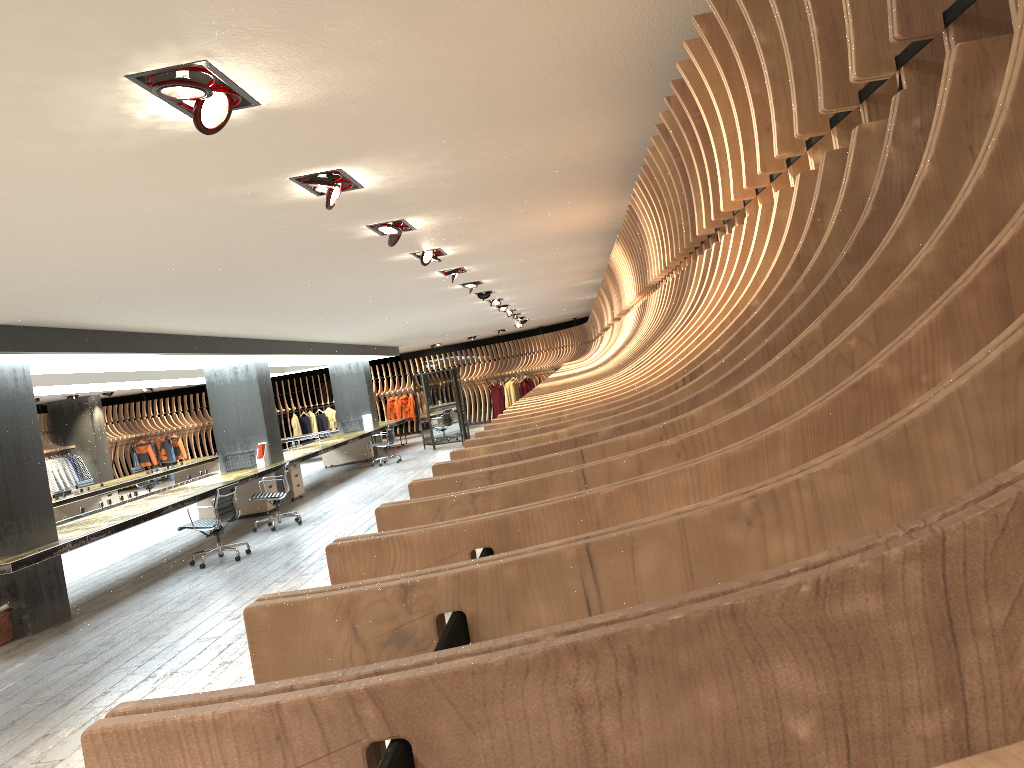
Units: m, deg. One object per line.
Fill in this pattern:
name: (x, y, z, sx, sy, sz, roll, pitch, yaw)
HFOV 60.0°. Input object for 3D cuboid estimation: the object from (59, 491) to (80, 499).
object: (-7.522, 1.886, 15.041, 0.302, 0.074, 0.217, -10, 1, -1)

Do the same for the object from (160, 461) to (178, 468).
object: (-7.797, 1.811, 20.148, 0.261, 0.111, 0.373, -9, 1, 4)

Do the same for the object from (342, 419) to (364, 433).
object: (-3.941, 1.052, 21.972, 0.459, 0.289, 0.330, -9, 1, 7)

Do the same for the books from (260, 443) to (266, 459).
books: (-4.086, 1.168, 14.622, 0.048, 0.368, 0.215, -9, 0, 4)

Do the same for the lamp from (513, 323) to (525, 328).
lamp: (0.194, -1.633, 23.692, 0.269, 0.287, 0.492, -10, 1, -15)

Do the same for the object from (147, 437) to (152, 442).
object: (-10.666, 1.652, 26.132, 0.023, 0.243, 0.549, -10, 1, 1)

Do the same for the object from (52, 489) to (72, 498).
object: (-7.955, 1.934, 15.580, 0.262, 0.088, 0.373, -9, 1, 4)

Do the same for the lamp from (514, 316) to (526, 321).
lamp: (0.177, -1.568, 20.511, 0.269, 0.294, 0.493, -9, 1, 4)

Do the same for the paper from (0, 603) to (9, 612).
paper: (-4.768, 2.149, 7.834, 0.624, 0.290, 0.041, -10, 0, -14)

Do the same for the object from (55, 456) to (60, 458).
object: (-11.457, 1.885, 22.363, 0.517, 0.313, 0.012, -9, 0, 4)

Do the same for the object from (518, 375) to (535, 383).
object: (0.416, -0.200, 26.770, 0.525, 0.270, 0.012, -9, 0, 4)

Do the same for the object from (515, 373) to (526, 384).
object: (0.320, -0.187, 26.898, 0.525, 0.270, 0.012, -10, 0, -21)

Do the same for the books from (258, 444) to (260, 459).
books: (-4.129, 1.175, 14.625, 0.048, 0.368, 0.215, -9, 0, 4)

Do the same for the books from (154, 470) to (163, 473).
books: (-7.285, 1.797, 18.249, 0.155, 0.025, 0.110, -10, 1, -1)

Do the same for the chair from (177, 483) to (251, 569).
chair: (-3.515, 1.656, 10.403, 0.667, 0.859, 0.693, -10, 0, 0)

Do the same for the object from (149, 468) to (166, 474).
object: (-7.290, 1.786, 18.252, 0.302, 0.071, 0.209, -10, 1, -1)

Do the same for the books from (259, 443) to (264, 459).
books: (-4.107, 1.172, 14.624, 0.048, 0.368, 0.215, -9, 0, 4)

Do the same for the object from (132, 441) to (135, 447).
object: (-10.923, 1.705, 25.585, 0.023, 0.243, 0.549, -10, 1, -14)

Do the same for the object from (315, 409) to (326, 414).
object: (-6.399, 0.890, 29.425, 0.524, 0.270, 0.012, -9, 0, 29)

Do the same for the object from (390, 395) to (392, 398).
object: (-4.018, 0.489, 29.535, 0.012, 0.270, 0.525, -9, 1, 19)

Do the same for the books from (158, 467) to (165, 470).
books: (-7.625, 1.837, 19.455, 0.213, 0.026, 0.366, -9, 1, 5)

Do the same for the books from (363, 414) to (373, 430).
books: (-3.595, 0.951, 22.103, 0.215, 0.368, 0.073, -9, 0, 4)

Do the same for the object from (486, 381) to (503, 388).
object: (-0.567, -0.057, 27.891, 0.525, 0.270, 0.012, -9, 0, 4)

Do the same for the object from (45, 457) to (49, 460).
object: (-11.488, 1.898, 21.923, 0.517, 0.313, 0.012, -9, 0, 4)

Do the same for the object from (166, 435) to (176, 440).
object: (-10.370, 1.593, 26.645, 0.549, 0.243, 0.023, -10, 0, -19)

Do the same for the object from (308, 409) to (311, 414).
object: (-6.694, 0.941, 29.364, 0.012, 0.270, 0.524, -10, 1, -41)

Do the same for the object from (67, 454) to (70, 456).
object: (-11.423, 1.878, 22.909, 0.517, 0.313, 0.012, -9, 0, 4)

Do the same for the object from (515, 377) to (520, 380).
object: (0.170, -0.169, 27.084, 0.012, 0.270, 0.526, -9, 1, 44)

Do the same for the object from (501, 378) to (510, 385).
object: (-0.151, -0.119, 27.496, 0.526, 0.270, 0.012, -10, 0, -31)

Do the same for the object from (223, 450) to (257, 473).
object: (-4.468, 1.278, 14.587, 0.459, 0.289, 0.330, -9, 1, 2)

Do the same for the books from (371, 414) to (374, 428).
books: (-3.590, 0.948, 22.173, 0.215, 0.368, 0.047, -9, 0, 4)

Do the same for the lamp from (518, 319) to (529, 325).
lamp: (0.288, -1.617, 22.102, 0.269, 0.291, 0.493, -10, 1, 0)

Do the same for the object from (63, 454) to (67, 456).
object: (-11.433, 1.885, 22.721, 0.516, 0.316, 0.012, -9, 0, 4)

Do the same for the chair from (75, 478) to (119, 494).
chair: (-8.330, 2.322, 17.875, 0.667, 0.859, 0.693, -10, 0, 0)

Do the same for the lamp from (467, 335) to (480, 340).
lamp: (-1.190, -1.451, 26.507, 0.270, 0.294, 0.492, -10, 1, -41)

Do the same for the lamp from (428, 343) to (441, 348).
lamp: (-2.377, -1.272, 27.543, 0.492, 0.292, 0.270, -9, 1, 37)

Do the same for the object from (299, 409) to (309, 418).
object: (-6.880, 0.973, 29.299, 0.524, 0.270, 0.012, -9, 1, 39)

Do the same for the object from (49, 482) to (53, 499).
object: (-7.866, 1.822, 15.033, 0.097, 0.300, 0.320, -10, 1, -12)

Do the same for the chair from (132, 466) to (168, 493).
chair: (-8.183, 2.256, 20.081, 0.668, 0.859, 0.693, -10, 0, -10)

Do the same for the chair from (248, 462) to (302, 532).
chair: (-3.375, 1.593, 12.475, 0.668, 0.859, 0.693, -10, 0, -20)

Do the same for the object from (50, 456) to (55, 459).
object: (-11.470, 1.890, 22.185, 0.517, 0.313, 0.012, -9, 0, 4)

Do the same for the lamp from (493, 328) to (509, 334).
lamp: (-0.312, -1.574, 25.194, 0.269, 0.292, 0.492, -10, 1, -28)

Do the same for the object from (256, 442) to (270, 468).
object: (-4.123, 1.168, 14.618, 0.129, 0.383, 0.240, -9, 0, 4)

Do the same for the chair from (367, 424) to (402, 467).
chair: (-2.891, 1.374, 19.882, 0.667, 0.859, 0.693, -10, 0, 0)

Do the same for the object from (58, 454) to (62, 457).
object: (-11.504, 1.869, 22.566, 0.525, 0.270, 0.012, -9, 0, 4)

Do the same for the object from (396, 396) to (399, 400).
object: (-3.830, 0.458, 29.523, 0.012, 0.270, 0.525, -9, 1, 9)

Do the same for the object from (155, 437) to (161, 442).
object: (-10.521, 1.637, 26.389, 0.524, 0.270, 0.012, -9, 0, 24)

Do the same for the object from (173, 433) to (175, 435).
object: (-10.234, 1.578, 26.846, 0.524, 0.270, 0.012, -9, 0, 34)

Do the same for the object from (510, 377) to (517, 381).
object: (0.041, -0.151, 27.263, 0.525, 0.270, 0.012, -9, 0, 4)

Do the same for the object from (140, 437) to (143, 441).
object: (-10.808, 1.692, 25.873, 0.524, 0.270, 0.012, -9, 0, 19)

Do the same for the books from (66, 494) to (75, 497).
books: (-7.516, 1.895, 15.038, 0.155, 0.025, 0.110, -10, 1, -1)

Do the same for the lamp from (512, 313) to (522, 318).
lamp: (0.063, -1.523, 18.921, 0.269, 0.286, 0.493, -9, 1, 4)

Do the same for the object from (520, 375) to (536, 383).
object: (0.466, -0.207, 26.683, 0.525, 0.270, 0.012, -10, 0, -21)

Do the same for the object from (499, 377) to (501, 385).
object: (-0.370, -0.086, 27.711, 0.012, 0.270, 0.525, -10, 1, -1)

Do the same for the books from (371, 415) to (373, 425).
books: (-3.593, 0.950, 22.131, 0.215, 0.368, 0.075, -9, 0, 4)
